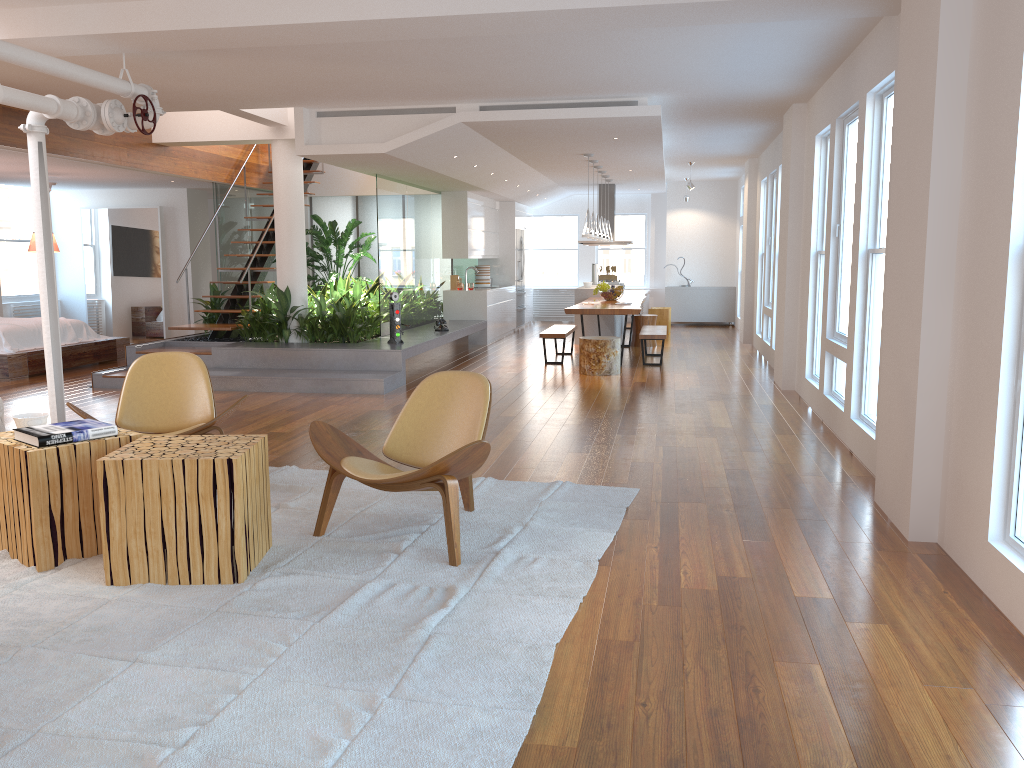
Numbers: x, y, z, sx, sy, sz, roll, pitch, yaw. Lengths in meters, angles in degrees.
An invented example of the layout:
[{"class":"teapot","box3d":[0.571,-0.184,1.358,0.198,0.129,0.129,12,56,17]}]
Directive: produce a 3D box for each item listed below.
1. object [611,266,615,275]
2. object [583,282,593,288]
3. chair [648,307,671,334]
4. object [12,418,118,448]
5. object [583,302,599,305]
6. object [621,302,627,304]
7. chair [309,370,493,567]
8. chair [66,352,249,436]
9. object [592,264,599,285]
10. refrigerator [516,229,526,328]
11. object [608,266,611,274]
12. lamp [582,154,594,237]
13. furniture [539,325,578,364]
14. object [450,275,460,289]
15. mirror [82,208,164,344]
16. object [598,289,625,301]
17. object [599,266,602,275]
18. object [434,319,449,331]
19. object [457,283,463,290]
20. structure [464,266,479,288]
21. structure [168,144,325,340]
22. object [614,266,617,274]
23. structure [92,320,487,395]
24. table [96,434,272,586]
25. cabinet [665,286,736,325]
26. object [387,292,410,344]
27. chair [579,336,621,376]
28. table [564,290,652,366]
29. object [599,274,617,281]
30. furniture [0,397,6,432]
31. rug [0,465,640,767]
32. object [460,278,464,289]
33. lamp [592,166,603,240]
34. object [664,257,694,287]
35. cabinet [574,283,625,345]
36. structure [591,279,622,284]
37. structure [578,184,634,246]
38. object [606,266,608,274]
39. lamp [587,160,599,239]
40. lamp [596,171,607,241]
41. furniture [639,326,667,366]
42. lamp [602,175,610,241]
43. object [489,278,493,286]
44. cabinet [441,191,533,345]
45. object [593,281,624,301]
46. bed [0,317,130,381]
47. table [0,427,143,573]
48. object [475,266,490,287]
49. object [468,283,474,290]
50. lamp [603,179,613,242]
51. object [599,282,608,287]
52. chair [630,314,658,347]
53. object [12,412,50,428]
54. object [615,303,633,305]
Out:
[{"class":"object","box3d":[1.800,-1.959,15.849,0.068,0.298,0.039,1,8,10]},{"class":"object","box3d":[1.166,-1.524,13.651,0.152,0.082,0.152,-7,11,-40]},{"class":"chair","box3d":[2.525,-1.084,15.161,0.344,0.430,0.549,2,8,14]},{"class":"object","box3d":[-1.966,0.214,3.906,0.279,0.048,0.334,7,11,41]},{"class":"object","box3d":[1.000,-1.020,11.259,0.222,0.020,0.222,-7,10,-39]},{"class":"object","box3d":[1.407,-1.011,11.139,0.070,0.030,0.079,-6,10,-36]},{"class":"chair","box3d":[-0.422,0.368,4.064,0.867,0.752,0.856,-5,9,-29]},{"class":"chair","box3d":[-1.923,0.234,5.049,0.856,0.752,0.867,2,8,15]},{"class":"object","box3d":[1.420,-1.858,15.012,0.172,0.356,0.120,-5,10,-31]},{"class":"refrigerator","box3d":[-0.127,-1.916,16.174,0.725,1.772,0.908,1,8,10]},{"class":"object","box3d":[1.737,-1.961,15.858,0.057,0.299,0.019,1,8,10]},{"class":"lamp","box3d":[0.927,-2.318,10.769,0.160,1.060,0.160,6,10,37]},{"class":"furniture","box3d":[0.610,-0.511,11.387,0.316,0.389,1.433,1,8,10]},{"class":"object","box3d":[-0.886,-1.583,13.801,0.104,0.222,0.200,1,8,10]},{"class":"mirror","box3d":[-5.936,-1.639,13.533,1.267,2.044,0.049,1,8,10]},{"class":"object","box3d":[1.364,-1.215,12.166,0.360,0.159,0.360,-4,9,-26]},{"class":"object","box3d":[1.590,-1.968,15.904,0.055,0.299,0.027,1,8,10]},{"class":"object","box3d":[-0.918,-0.760,11.368,0.216,0.155,0.181,-4,9,-25]},{"class":"object","box3d":[-0.793,-1.489,13.520,0.094,0.106,0.094,2,8,16]},{"class":"structure","box3d":[-0.654,-1.656,14.513,0.248,0.536,0.115,1,8,10]},{"class":"structure","box3d":[-2.364,-2.657,11.853,2.552,4.265,4.591,1,8,10]},{"class":"object","box3d":[1.840,-1.961,15.860,0.057,0.294,0.030,1,8,10]},{"class":"structure","box3d":[-2.261,-0.495,11.466,3.088,0.386,5.584,1,8,10]},{"class":"table","box3d":[-1.360,0.526,3.757,0.548,0.534,0.489,0,8,-1]},{"class":"cabinet","box3d":[3.580,-1.496,16.925,1.309,0.725,0.420,1,8,10]},{"class":"object","box3d":[-1.233,-0.719,9.670,0.134,0.565,0.318,-8,11,-43]},{"class":"chair","box3d":[0.987,-0.321,9.974,0.460,0.400,0.460,3,9,20]},{"class":"table","box3d":[1.569,-0.938,13.211,0.893,0.704,5.996,1,8,10]},{"class":"object","box3d":[1.705,-1.885,15.884,0.353,0.157,0.084,1,8,10]},{"class":"furniture","box3d":[-3.423,0.299,5.727,0.290,0.418,0.298,-4,9,-27]},{"class":"rug","box3d":[-1.414,0.751,3.774,3.525,0.057,3.478,2,8,14]},{"class":"object","box3d":[-0.829,-1.592,14.044,0.100,0.170,0.173,1,8,12]},{"class":"lamp","box3d":[1.178,-2.521,12.178,0.160,1.060,0.160,6,10,37]},{"class":"object","box3d":[3.191,-2.135,16.858,0.590,0.563,0.210,-3,9,-19]},{"class":"cabinet","box3d":[1.482,-1.203,14.621,0.597,0.832,2.936,1,8,10]},{"class":"structure","box3d":[1.641,-1.779,15.454,0.520,0.073,0.650,1,8,10]},{"class":"structure","box3d":[1.633,-3.092,15.239,0.909,1.405,0.900,1,8,10]},{"class":"object","box3d":[1.707,-1.965,15.883,0.061,0.299,0.040,1,8,8]},{"class":"lamp","box3d":[1.052,-2.419,11.474,0.160,1.060,0.160,6,10,37]},{"class":"lamp","box3d":[1.304,-2.622,12.883,0.160,1.060,0.160,6,10,37]},{"class":"furniture","box3d":[1.785,-0.488,11.181,0.316,0.389,1.433,1,8,10]},{"class":"lamp","box3d":[1.429,-2.723,13.588,0.160,1.060,0.160,6,10,37]},{"class":"object","box3d":[-0.467,-1.800,15.424,0.284,0.196,0.265,-7,10,-37]},{"class":"cabinet","box3d":[-0.311,-2.026,15.429,0.676,2.280,4.565,1,8,10]},{"class":"object","box3d":[1.341,-1.280,12.175,0.394,0.284,0.292,-4,9,-26]},{"class":"bed","box3d":[-6.359,-0.497,10.785,2.314,0.595,2.207,1,8,10]},{"class":"table","box3d":[-2.028,0.492,4.023,0.548,0.534,0.489,7,11,40]},{"class":"object","box3d":[-0.501,-1.827,15.030,0.267,0.356,0.266,6,10,35]},{"class":"object","box3d":[-0.623,-1.479,13.443,0.094,0.106,0.094,2,8,16]},{"class":"lamp","box3d":[1.555,-2.824,14.293,0.160,1.060,0.160,6,10,37]},{"class":"object","box3d":[1.390,-1.502,13.488,0.152,0.082,0.152,-5,9,-29]},{"class":"chair","box3d":[1.937,-0.784,13.037,0.396,0.455,0.402,0,8,0]},{"class":"object","box3d":[-2.181,0.182,4.026,0.152,0.082,0.152,-5,9,-29]},{"class":"object","box3d":[1.407,-1.005,11.140,0.222,0.020,0.222,0,8,2]}]
